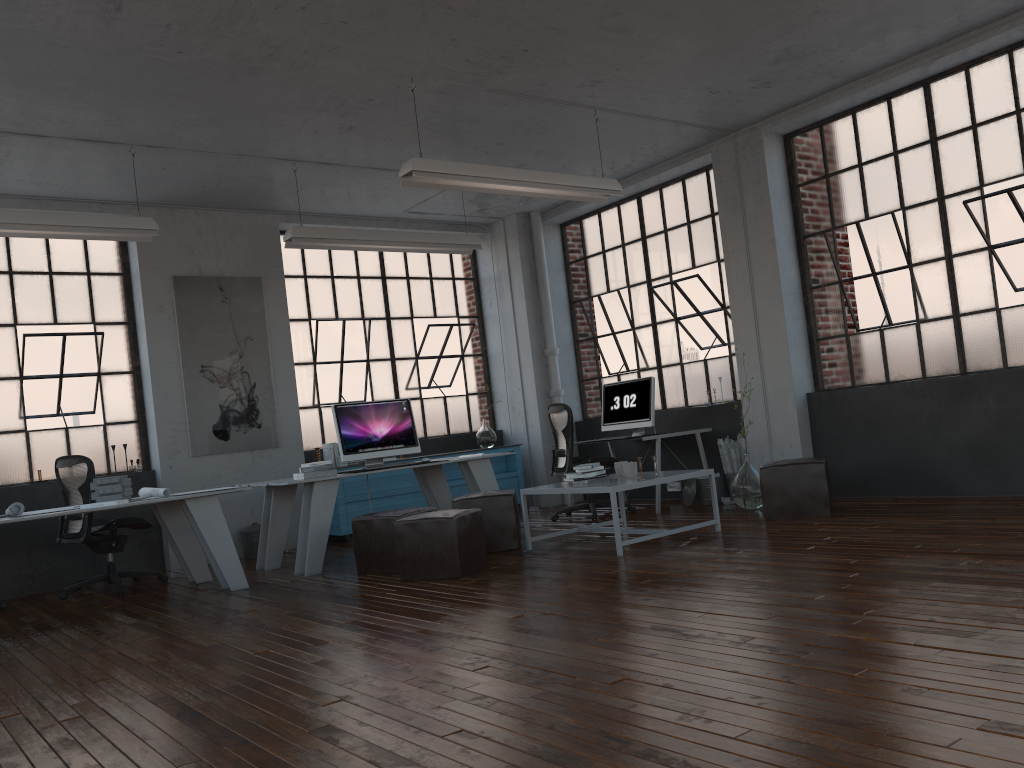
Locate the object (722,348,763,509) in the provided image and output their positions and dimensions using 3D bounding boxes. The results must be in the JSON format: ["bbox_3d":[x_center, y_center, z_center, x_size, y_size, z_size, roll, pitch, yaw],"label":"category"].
[{"bbox_3d":[1.910,0.353,7.191,0.330,1.339,0.619,-7,-2,-1],"label":"object"}]

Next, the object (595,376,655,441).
[{"bbox_3d":[1.069,0.245,8.585,0.376,0.552,0.716,-5,-3,-36],"label":"object"}]

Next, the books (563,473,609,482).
[{"bbox_3d":[0.535,0.675,6.411,0.273,0.025,0.210,-6,-3,-17],"label":"books"}]

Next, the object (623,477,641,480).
[{"bbox_3d":[0.845,0.660,6.217,0.137,0.003,0.138,-6,-3,-16],"label":"object"}]

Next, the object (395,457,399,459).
[{"bbox_3d":[-1.238,0.664,9.300,0.084,0.256,0.084,-8,-2,30],"label":"object"}]

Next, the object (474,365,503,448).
[{"bbox_3d":[-0.246,0.233,9.787,0.434,0.939,0.231,-8,-2,34],"label":"object"}]

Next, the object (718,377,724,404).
[{"bbox_3d":[1.999,0.061,8.455,0.084,0.256,0.084,-6,-2,-15],"label":"object"}]

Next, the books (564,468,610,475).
[{"bbox_3d":[0.541,0.632,6.415,0.275,0.014,0.200,-4,-4,-37],"label":"books"}]

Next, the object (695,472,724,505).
[{"bbox_3d":[1.803,0.951,8.141,0.291,0.293,0.290,-7,-2,10],"label":"object"}]

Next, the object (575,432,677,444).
[{"bbox_3d":[1.099,0.526,8.577,0.686,0.008,0.850,-4,-4,-36],"label":"object"}]

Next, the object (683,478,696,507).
[{"bbox_3d":[1.612,0.982,8.099,0.107,0.280,0.293,-6,-2,-12],"label":"object"}]

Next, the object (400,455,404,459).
[{"bbox_3d":[-1.144,0.731,9.154,0.088,0.084,0.088,-5,-3,-33],"label":"object"}]

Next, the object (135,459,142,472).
[{"bbox_3d":[-3.323,0.723,7.890,0.058,0.117,0.032,-6,-2,-23],"label":"object"}]

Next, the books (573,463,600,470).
[{"bbox_3d":[0.537,0.592,6.380,0.141,0.026,0.202,-8,-3,23],"label":"books"}]

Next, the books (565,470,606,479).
[{"bbox_3d":[0.534,0.651,6.411,0.200,0.031,0.272,-8,-3,28],"label":"books"}]

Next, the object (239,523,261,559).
[{"bbox_3d":[-2.340,1.426,8.131,0.292,0.307,0.293,-6,-2,-9],"label":"object"}]

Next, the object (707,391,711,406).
[{"bbox_3d":[1.896,0.133,8.540,0.055,0.153,0.055,-7,-2,12],"label":"object"}]

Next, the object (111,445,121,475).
[{"bbox_3d":[-3.505,0.669,7.819,0.085,0.259,0.085,-7,-2,16],"label":"object"}]

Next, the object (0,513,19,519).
[{"bbox_3d":[-3.583,0.743,5.614,0.434,0.305,0.736,-7,-3,8],"label":"object"}]

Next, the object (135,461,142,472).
[{"bbox_3d":[-3.356,0.738,7.957,0.058,0.102,0.032,-7,-2,-2],"label":"object"}]

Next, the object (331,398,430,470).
[{"bbox_3d":[-1.070,0.405,7.273,0.713,0.552,0.378,-5,-3,-36],"label":"object"}]

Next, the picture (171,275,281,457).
[{"bbox_3d":[-2.649,-0.188,8.255,0.852,1.649,0.025,-5,-2,-37],"label":"picture"}]

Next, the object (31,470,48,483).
[{"bbox_3d":[-3.965,0.772,7.446,0.124,0.100,0.124,-6,-2,-15],"label":"object"}]

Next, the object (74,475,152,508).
[{"bbox_3d":[-2.819,0.746,6.269,0.416,0.182,0.389,-6,-3,-7],"label":"object"}]

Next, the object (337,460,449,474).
[{"bbox_3d":[-1.036,0.686,7.262,0.847,0.008,0.689,-4,-4,-36],"label":"object"}]

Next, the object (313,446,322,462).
[{"bbox_3d":[-1.916,0.727,8.783,0.132,0.236,0.132,-7,-2,19],"label":"object"}]

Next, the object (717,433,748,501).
[{"bbox_3d":[2.068,0.755,8.111,0.293,0.627,0.274,-7,-2,5],"label":"object"}]

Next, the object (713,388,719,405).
[{"bbox_3d":[1.954,0.121,8.525,0.066,0.160,0.066,-6,-2,-6],"label":"object"}]

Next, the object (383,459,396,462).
[{"bbox_3d":[-1.316,0.772,8.869,0.252,0.014,0.187,-4,-4,-37],"label":"object"}]

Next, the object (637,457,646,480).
[{"bbox_3d":[0.878,0.575,6.044,0.052,0.148,0.052,-7,-2,3],"label":"object"}]

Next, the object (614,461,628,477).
[{"bbox_3d":[0.816,0.623,6.489,0.129,0.109,0.101,-5,-3,-29],"label":"object"}]

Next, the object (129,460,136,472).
[{"bbox_3d":[-3.390,0.732,7.911,0.058,0.117,0.032,-7,-2,14],"label":"object"}]

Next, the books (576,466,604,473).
[{"bbox_3d":[0.558,0.613,6.391,0.184,0.026,0.125,-6,-3,-7],"label":"books"}]

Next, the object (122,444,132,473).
[{"bbox_3d":[-3.421,0.662,7.863,0.085,0.259,0.085,-7,-2,16],"label":"object"}]

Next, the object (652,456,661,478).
[{"bbox_3d":[0.984,0.564,6.085,0.055,0.153,0.055,-8,-2,29],"label":"object"}]

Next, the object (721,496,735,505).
[{"bbox_3d":[1.931,1.050,7.928,0.125,0.107,0.095,-7,-2,4],"label":"object"}]

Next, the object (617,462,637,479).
[{"bbox_3d":[0.820,0.608,6.208,0.129,0.109,0.101,-5,-3,-29],"label":"object"}]
